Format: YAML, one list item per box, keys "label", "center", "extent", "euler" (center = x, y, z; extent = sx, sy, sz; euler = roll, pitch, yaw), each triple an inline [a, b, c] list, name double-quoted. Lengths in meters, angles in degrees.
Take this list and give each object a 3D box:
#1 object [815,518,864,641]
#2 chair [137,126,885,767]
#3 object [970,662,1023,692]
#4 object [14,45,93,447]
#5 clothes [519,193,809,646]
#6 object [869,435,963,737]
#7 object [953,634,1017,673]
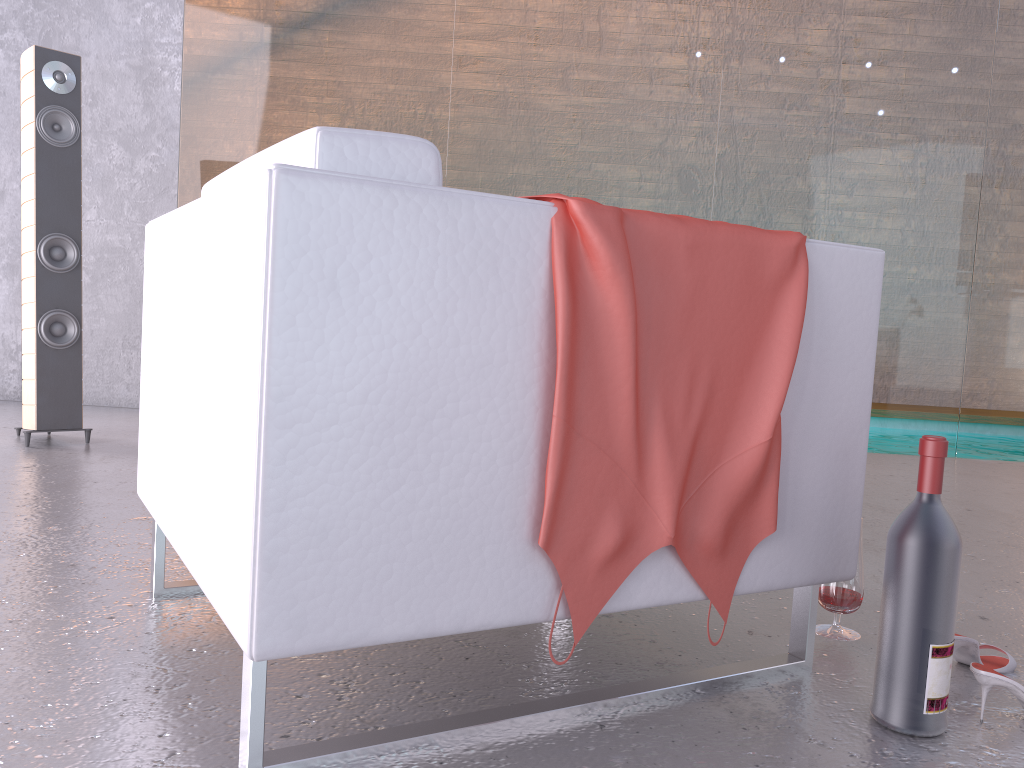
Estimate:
- label: "object"
  center: [0.638, 0.370, 1.721]
  extent: [0.091, 0.233, 0.091]
  euler: [6, 4, 28]
- label: "chair"
  center: [-0.064, 0.048, 1.616]
  extent: [1.026, 0.808, 0.936]
  euler: [1, 5, -30]
- label: "object"
  center: [0.809, 0.477, 1.374]
  extent: [0.235, 0.087, 0.079]
  euler: [2, 4, -22]
- label: "object"
  center: [-1.808, -0.523, 3.432]
  extent: [0.244, 1.473, 0.444]
  euler: [0, 6, -45]
- label: "clothes"
  center: [0.185, 0.048, 1.321]
  extent: [0.574, 0.604, 0.254]
  euler: [1, 5, -30]
- label: "object"
  center: [0.607, 0.293, 1.318]
  extent: [0.109, 0.435, 0.109]
  euler: [5, 4, 27]
- label: "object"
  center: [0.818, 0.464, 1.570]
  extent: [0.235, 0.087, 0.079]
  euler: [1, 5, -33]
